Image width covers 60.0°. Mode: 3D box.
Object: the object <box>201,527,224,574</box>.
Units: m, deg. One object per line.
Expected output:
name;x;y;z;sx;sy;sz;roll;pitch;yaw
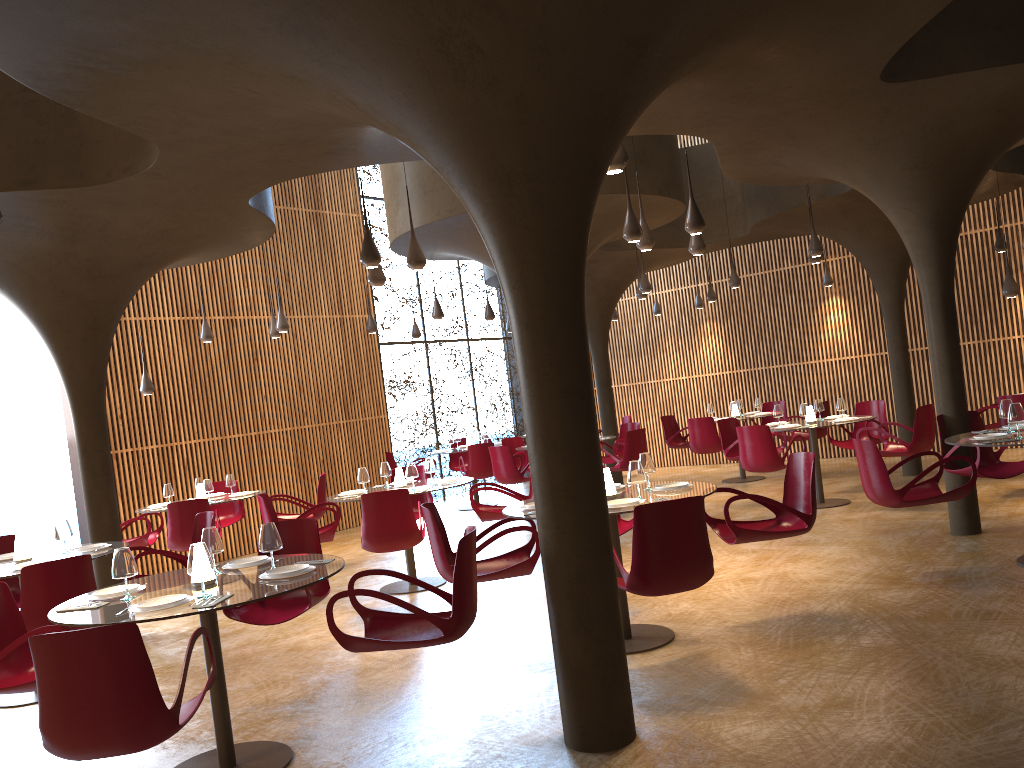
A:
object;-1.915;1.065;5.665;0.141;0.295;0.142;-8;1;-44

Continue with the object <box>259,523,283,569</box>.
object;-1.488;1.008;5.467;0.142;0.295;0.141;-7;1;22

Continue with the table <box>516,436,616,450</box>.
table;0.963;1.529;14.698;1.669;1.131;1.674;-7;0;-32

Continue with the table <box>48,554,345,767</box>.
table;-1.776;1.760;5.323;1.673;1.131;1.671;-7;0;7

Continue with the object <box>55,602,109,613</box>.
object;-2.434;1.268;5.028;0.262;0.017;0.126;-7;-1;8

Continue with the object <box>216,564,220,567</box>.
object;-2.033;1.227;5.864;0.126;0.017;0.262;-7;-1;2

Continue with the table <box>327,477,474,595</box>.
table;-1.192;1.745;10.092;1.672;1.131;1.672;-7;0;2

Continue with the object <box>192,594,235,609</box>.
object;-1.586;1.157;4.715;0.126;0.017;0.262;-7;-1;7

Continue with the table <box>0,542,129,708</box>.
table;-4.110;2.082;7.596;1.669;1.131;1.674;-7;0;-29

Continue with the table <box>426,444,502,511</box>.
table;-0.717;1.765;16.721;1.671;1.131;1.673;-7;0;-10

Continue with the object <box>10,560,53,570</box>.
object;-3.877;1.468;7.172;0.332;0.014;0.331;-7;-1;10

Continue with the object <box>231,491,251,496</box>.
object;-3.677;1.493;12.037;0.263;0.029;0.263;-7;-1;-33

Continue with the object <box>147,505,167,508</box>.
object;-4.697;1.628;11.845;0.332;0.014;0.331;-8;-1;31

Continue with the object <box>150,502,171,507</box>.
object;-4.698;1.619;11.845;0.263;0.029;0.263;-7;-1;-14

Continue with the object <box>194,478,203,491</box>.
object;-4.327;1.449;12.286;0.141;0.295;0.142;-8;1;-34

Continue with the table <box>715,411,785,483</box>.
table;4.056;1.152;15.788;1.669;1.131;1.675;-7;0;-42

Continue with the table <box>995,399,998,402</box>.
table;7.391;0.682;11.694;1.669;1.131;1.674;-7;0;-32

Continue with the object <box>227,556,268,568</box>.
object;-1.736;1.172;5.832;0.263;0.029;0.263;-7;-1;9

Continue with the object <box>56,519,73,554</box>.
object;-3.965;1.350;7.852;0.142;0.295;0.141;-7;1;29

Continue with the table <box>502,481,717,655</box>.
table;0.825;1.452;6.956;1.672;1.131;1.672;-7;0;-1

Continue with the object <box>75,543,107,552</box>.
object;-3.719;1.447;7.836;0.262;0.029;0.263;-7;-1;-44

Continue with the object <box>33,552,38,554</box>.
object;-4.513;1.560;8.001;0.410;0.012;0.204;-7;-1;-36

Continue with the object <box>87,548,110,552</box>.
object;-3.714;1.457;7.833;0.204;0.012;0.411;-7;-1;-42

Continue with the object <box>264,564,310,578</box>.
object;-1.337;1.115;5.279;0.263;0.029;0.263;-8;-1;31

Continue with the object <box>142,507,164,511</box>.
object;-4.688;1.631;11.543;0.262;0.017;0.126;-7;-1;-5

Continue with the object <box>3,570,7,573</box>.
object;-3.880;1.470;7.169;0.410;0.012;0.204;-7;-1;-33

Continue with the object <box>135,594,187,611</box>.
object;-1.884;1.178;4.768;0.263;0.029;0.263;-8;-1;29

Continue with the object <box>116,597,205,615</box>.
object;-1.887;1.189;4.768;0.411;0.012;0.204;-7;-1;2

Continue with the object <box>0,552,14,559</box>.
object;-4.518;1.549;7.997;0.263;0.029;0.263;-7;-1;16

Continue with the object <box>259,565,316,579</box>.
object;-1.336;1.125;5.279;0.331;0.014;0.332;-7;-1;-20

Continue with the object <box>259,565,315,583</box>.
object;-1.336;1.126;5.274;0.204;0.012;0.410;-7;-1;8

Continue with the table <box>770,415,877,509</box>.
table;4.174;1.093;12.160;1.669;1.131;1.674;-7;0;-32

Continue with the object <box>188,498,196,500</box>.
object;-4.485;1.616;12.449;0.126;0.017;0.262;-7;-1;-11

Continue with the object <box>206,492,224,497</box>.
object;-4.190;1.563;12.486;0.263;0.029;0.262;-8;-1;41

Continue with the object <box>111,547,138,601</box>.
object;-2.244;1.100;5.142;0.141;0.295;0.142;-8;1;-38

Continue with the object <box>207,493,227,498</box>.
object;-4.188;1.572;12.486;0.332;0.014;0.331;-7;-1;12

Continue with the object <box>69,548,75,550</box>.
object;-3.887;1.488;8.085;0.261;0.017;0.126;-7;-1;-38

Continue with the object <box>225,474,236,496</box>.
object;-3.867;1.390;12.190;0.142;0.295;0.141;-7;1;43

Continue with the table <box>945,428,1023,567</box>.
table;4.717;0.970;7.635;1.673;1.131;1.671;-7;0;6

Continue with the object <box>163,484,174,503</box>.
object;-4.531;1.468;11.701;0.142;0.295;0.141;-7;1;39

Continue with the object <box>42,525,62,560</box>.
object;-3.838;1.328;7.396;0.141;0.295;0.142;-8;1;-41

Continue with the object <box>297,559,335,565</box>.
object;-1.255;1.126;5.570;0.262;0.017;0.126;-7;-1;12

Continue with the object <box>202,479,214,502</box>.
object;-3.975;1.396;11.602;0.141;0.295;0.142;-8;1;-30

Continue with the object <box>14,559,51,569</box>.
object;-3.878;1.459;7.172;0.263;0.029;0.263;-7;-1;-15

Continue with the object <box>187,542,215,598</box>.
object;-1.725;1.032;4.918;0.142;0.295;0.141;-7;1;28

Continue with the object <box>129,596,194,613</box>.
object;-1.883;1.188;4.768;0.331;0.014;0.332;-7;-1;-45

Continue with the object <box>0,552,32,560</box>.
object;-4.516;1.559;7.998;0.332;0.014;0.332;-7;-1;0

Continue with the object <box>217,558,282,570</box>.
object;-1.730;1.183;5.833;0.410;0.012;0.204;-7;-1;-2

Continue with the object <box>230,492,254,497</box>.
object;-3.676;1.502;12.038;0.331;0.014;0.332;-7;-1;-27

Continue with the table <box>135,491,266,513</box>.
table;-4.110;2.135;11.964;1.671;1.131;1.672;-7;0;-6

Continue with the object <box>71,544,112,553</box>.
object;-3.718;1.456;7.836;0.332;0.014;0.331;-8;-1;30

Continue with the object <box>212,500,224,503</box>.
object;-3.793;1.517;11.430;0.126;0.017;0.262;-7;-1;-7

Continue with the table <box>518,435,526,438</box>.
table;1.012;1.572;18.724;1.671;1.131;1.673;-7;0;-10

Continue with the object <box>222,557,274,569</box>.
object;-1.735;1.182;5.832;0.331;0.014;0.332;-7;-1;-33
